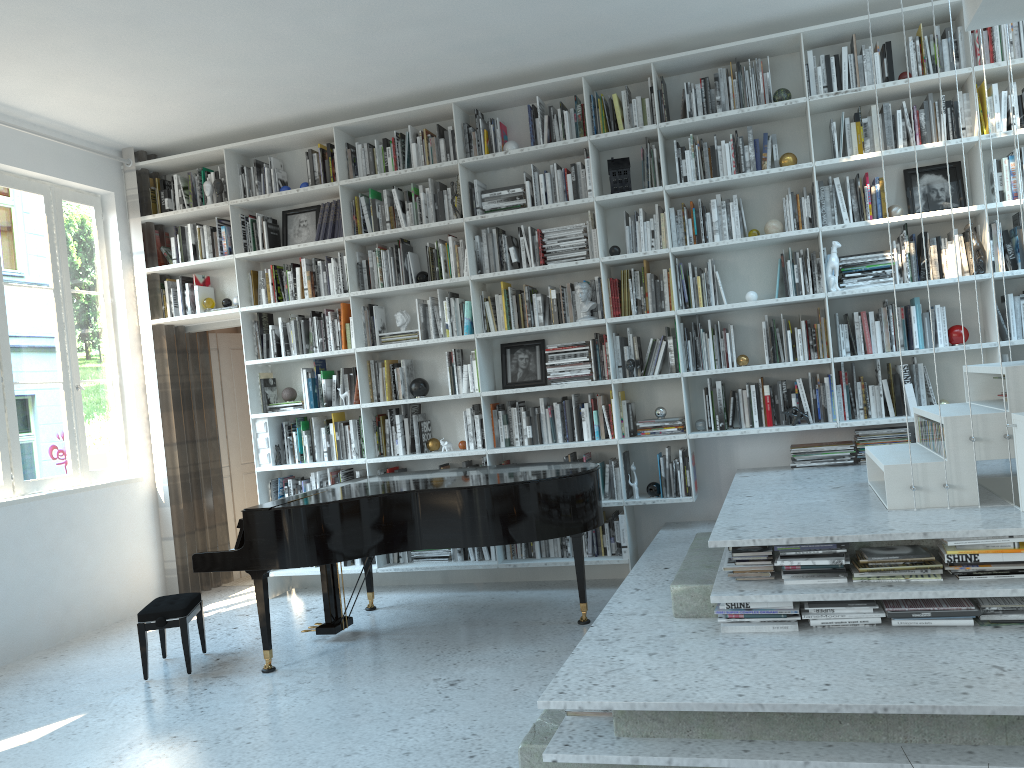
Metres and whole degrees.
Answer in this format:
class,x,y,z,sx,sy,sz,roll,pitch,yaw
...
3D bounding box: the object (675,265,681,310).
class,x,y,z,sx,sy,sz,roll,pitch,yaw
object,1.027,-0.581,5.432,0.013,0.283,0.135,-5,0,17

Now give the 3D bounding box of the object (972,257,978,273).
class,x,y,z,sx,sy,sz,roll,pitch,yaw
object,2.560,-0.697,4.937,0.022,0.211,0.178,-5,0,17

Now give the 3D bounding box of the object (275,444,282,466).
class,x,y,z,sx,sy,sz,roll,pitch,yaw
object,-1.613,0.489,6.112,0.045,0.146,0.045,-6,0,-35

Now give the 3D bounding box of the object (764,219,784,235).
class,x,y,z,sx,sy,sz,roll,pitch,yaw
object,1.547,-0.916,5.238,0.111,0.113,0.111,-6,0,-5

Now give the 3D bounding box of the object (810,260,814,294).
class,x,y,z,sx,sy,sz,roll,pitch,yaw
object,1.761,-0.616,5.212,0.014,0.208,0.130,-5,0,17

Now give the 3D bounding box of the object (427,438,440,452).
class,x,y,z,sx,sy,sz,roll,pitch,yaw
object,-0.523,0.406,5.913,0.091,0.092,0.091,-6,0,-5

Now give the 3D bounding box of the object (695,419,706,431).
class,x,y,z,sx,sy,sz,roll,pitch,yaw
object,1.148,0.250,5.386,0.071,0.072,0.071,-6,0,-24

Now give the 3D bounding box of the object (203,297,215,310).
class,x,y,z,sx,sy,sz,roll,pitch,yaw
object,-2.159,-0.572,6.317,0.087,0.088,0.087,-6,0,-24

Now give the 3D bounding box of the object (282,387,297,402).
class,x,y,z,sx,sy,sz,roll,pitch,yaw
object,-1.558,0.076,6.204,0.105,0.106,0.105,-6,0,-5

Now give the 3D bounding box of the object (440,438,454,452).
class,x,y,z,sx,sy,sz,roll,pitch,yaw
object,-0.428,0.396,5.815,0.060,0.095,0.078,-5,0,34

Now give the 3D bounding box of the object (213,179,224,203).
class,x,y,z,sx,sy,sz,roll,pitch,yaw
object,-2.037,-1.329,6.168,0.067,0.198,0.067,-6,0,-31

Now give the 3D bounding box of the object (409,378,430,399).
class,x,y,z,sx,sy,sz,roll,pitch,yaw
object,-0.617,0.027,5.916,0.133,0.135,0.133,-6,0,-24

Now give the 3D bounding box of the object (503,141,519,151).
class,x,y,z,sx,sy,sz,roll,pitch,yaw
object,-0.004,-1.496,5.650,0.105,0.106,0.104,-6,0,-5

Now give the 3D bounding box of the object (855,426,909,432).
class,x,y,z,sx,sy,sz,roll,pitch,yaw
object,2.127,0.260,5.107,0.285,0.005,0.159,-6,0,22

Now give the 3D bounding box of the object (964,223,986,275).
class,x,y,z,sx,sy,sz,roll,pitch,yaw
object,2.515,-0.729,4.805,0.075,0.288,0.087,-6,0,-38

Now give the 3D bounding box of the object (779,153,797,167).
class,x,y,z,sx,sy,sz,roll,pitch,yaw
object,1.596,-1.285,5.124,0.100,0.102,0.100,-6,0,-5

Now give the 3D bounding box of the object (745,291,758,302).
class,x,y,z,sx,sy,sz,roll,pitch,yaw
object,1.417,-0.514,5.244,0.071,0.072,0.071,-6,0,-24

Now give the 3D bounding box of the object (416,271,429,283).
class,x,y,z,sx,sy,sz,roll,pitch,yaw
object,-0.587,-0.697,5.861,0.097,0.098,0.097,-6,0,-24

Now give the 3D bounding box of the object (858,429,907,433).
class,x,y,z,sx,sy,sz,roll,pitch,yaw
object,2.130,0.265,5.116,0.254,0.006,0.161,-6,0,18

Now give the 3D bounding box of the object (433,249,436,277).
class,x,y,z,sx,sy,sz,roll,pitch,yaw
object,-0.483,-0.772,5.879,0.010,0.225,0.142,-5,0,17

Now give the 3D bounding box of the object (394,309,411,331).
class,x,y,z,sx,sy,sz,roll,pitch,yaw
object,-0.735,-0.427,5.957,0.095,0.157,0.121,-5,0,31

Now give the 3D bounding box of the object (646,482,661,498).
class,x,y,z,sx,sy,sz,roll,pitch,yaw
object,0.864,0.642,5.389,0.093,0.095,0.093,-6,0,-24

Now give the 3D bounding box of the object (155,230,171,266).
class,x,y,z,sx,sy,sz,roll,pitch,yaw
object,-2.547,-0.970,6.474,0.035,0.295,0.176,-5,0,17

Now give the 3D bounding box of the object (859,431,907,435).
class,x,y,z,sx,sy,sz,roll,pitch,yaw
object,2.132,0.276,5.119,0.254,0.006,0.161,-6,0,17

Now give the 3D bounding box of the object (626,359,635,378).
class,x,y,z,sx,sy,sz,roll,pitch,yaw
object,0.719,-0.096,5.358,0.054,0.113,0.079,-6,0,16

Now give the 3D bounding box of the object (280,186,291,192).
class,x,y,z,sx,sy,sz,roll,pitch,yaw
object,-1.566,-1.330,6.141,0.082,0.083,0.082,-6,0,-5

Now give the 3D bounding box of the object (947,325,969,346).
class,x,y,z,sx,sy,sz,roll,pitch,yaw
object,2.488,-0.272,4.952,0.115,0.116,0.115,-6,0,-5

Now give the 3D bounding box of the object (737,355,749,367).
class,x,y,z,sx,sy,sz,roll,pitch,yaw
object,1.381,-0.140,5.306,0.071,0.072,0.071,-6,0,-24

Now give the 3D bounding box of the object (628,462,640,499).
class,x,y,z,sx,sy,sz,roll,pitch,yaw
object,0.741,0.588,5.401,0.053,0.225,0.046,-5,0,29

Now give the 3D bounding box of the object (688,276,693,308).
class,x,y,z,sx,sy,sz,roll,pitch,yaw
object,1.095,-0.550,5.396,0.013,0.208,0.140,-5,0,17

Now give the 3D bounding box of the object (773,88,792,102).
class,x,y,z,sx,sy,sz,roll,pitch,yaw
object,1.558,-1.652,5.116,0.104,0.105,0.104,-6,0,-24

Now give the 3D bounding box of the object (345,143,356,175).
class,x,y,z,sx,sy,sz,roll,pitch,yaw
object,-1.077,-1.480,6.026,0.012,0.285,0.159,-5,0,17

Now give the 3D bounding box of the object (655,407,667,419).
class,x,y,z,sx,sy,sz,roll,pitch,yaw
object,0.901,0.173,5.375,0.071,0.072,0.071,-6,0,-24

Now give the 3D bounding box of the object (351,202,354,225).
class,x,y,z,sx,sy,sz,roll,pitch,yaw
object,-1.039,-1.099,6.029,0.012,0.254,0.161,-5,0,17

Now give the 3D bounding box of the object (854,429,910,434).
class,x,y,z,sx,sy,sz,roll,pitch,yaw
object,2.132,0.271,5.119,0.285,0.005,0.159,-6,0,17

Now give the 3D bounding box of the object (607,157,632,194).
class,x,y,z,sx,sy,sz,roll,pitch,yaw
object,0.660,-1.266,5.424,0.135,0.248,0.135,-6,0,7

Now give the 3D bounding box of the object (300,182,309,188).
class,x,y,z,sx,sy,sz,roll,pitch,yaw
object,-1.416,-1.345,6.095,0.082,0.083,0.082,-6,0,-5

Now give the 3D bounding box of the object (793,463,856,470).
class,x,y,z,sx,sy,sz,roll,pitch,yaw
object,1.824,0.477,5.206,0.346,0.007,0.193,-6,0,12

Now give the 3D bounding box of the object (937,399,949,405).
class,x,y,z,sx,sy,sz,roll,pitch,yaw
object,2.432,0.123,5.007,0.071,0.072,0.071,-6,0,-24

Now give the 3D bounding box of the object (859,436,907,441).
class,x,y,z,sx,sy,sz,roll,pitch,yaw
object,2.132,0.309,5.120,0.254,0.006,0.161,-6,0,17

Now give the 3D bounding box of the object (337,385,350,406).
class,x,y,z,sx,sy,sz,roll,pitch,yaw
object,-1.124,0.075,5.927,0.081,0.140,0.044,-6,0,1

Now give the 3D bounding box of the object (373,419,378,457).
class,x,y,z,sx,sy,sz,roll,pitch,yaw
object,-0.896,0.363,6.040,0.012,0.254,0.161,-5,0,17

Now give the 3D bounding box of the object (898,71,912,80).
class,x,y,z,sx,sy,sz,roll,pitch,yaw
object,2.183,-1.697,4.923,0.071,0.072,0.071,-6,0,-24

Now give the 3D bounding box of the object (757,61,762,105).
class,x,y,z,sx,sy,sz,roll,pitch,yaw
object,1.469,-1.740,5.242,0.006,0.298,0.129,-5,0,17

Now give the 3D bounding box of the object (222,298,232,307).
class,x,y,z,sx,sy,sz,roll,pitch,yaw
object,-2.033,-0.577,6.329,0.071,0.072,0.071,-6,0,-5

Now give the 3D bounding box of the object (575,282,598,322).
class,x,y,z,sx,sy,sz,roll,pitch,yaw
object,0.451,-0.503,5.450,0.137,0.244,0.138,-6,0,-18

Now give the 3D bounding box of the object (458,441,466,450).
class,x,y,z,sx,sy,sz,roll,pitch,yaw
object,-0.320,0.401,5.807,0.061,0.062,0.061,-6,0,-24

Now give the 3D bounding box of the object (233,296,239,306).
class,x,y,z,sx,sy,sz,roll,pitch,yaw
object,-1.938,-0.587,6.279,0.071,0.072,0.071,-6,0,-5

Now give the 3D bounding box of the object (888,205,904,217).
class,x,y,z,sx,sy,sz,roll,pitch,yaw
object,2.167,-0.968,5.019,0.091,0.092,0.091,-6,0,-24

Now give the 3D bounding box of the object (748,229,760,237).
class,x,y,z,sx,sy,sz,roll,pitch,yaw
object,1.433,-0.883,5.249,0.068,0.068,0.068,-6,0,-5

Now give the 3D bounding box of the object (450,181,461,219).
class,x,y,z,sx,sy,sz,roll,pitch,yaw
object,-0.360,-1.167,5.668,0.075,0.255,0.075,-6,0,-4

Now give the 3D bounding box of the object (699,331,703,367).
class,x,y,z,sx,sy,sz,roll,pitch,yaw
object,1.159,-0.216,5.406,0.007,0.266,0.135,-5,0,17

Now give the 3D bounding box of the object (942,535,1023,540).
class,x,y,z,sx,sy,sz,roll,pitch,yaw
object,1.652,0.510,3.108,0.284,0.030,0.177,-6,0,17

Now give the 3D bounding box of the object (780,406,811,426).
class,x,y,z,sx,sy,sz,roll,pitch,yaw
object,1.624,0.183,5.084,0.160,0.114,0.064,-6,0,4

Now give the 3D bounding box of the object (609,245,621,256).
class,x,y,z,sx,sy,sz,roll,pitch,yaw
object,0.629,-0.811,5.421,0.071,0.072,0.071,-6,0,-24

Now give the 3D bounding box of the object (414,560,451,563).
class,x,y,z,sx,sy,sz,roll,pitch,yaw
object,-0.510,1.175,5.946,0.254,0.007,0.161,-6,0,20

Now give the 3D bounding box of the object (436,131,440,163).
class,x,y,z,sx,sy,sz,roll,pitch,yaw
object,-0.452,-1.523,5.833,0.010,0.247,0.157,-5,0,17

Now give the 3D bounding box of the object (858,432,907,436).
class,x,y,z,sx,sy,sz,roll,pitch,yaw
object,2.133,0.282,5.119,0.254,0.006,0.161,-6,0,17

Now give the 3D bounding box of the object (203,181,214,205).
class,x,y,z,sx,sy,sz,roll,pitch,yaw
object,-2.114,-1.321,6.192,0.067,0.198,0.067,-6,0,-31
